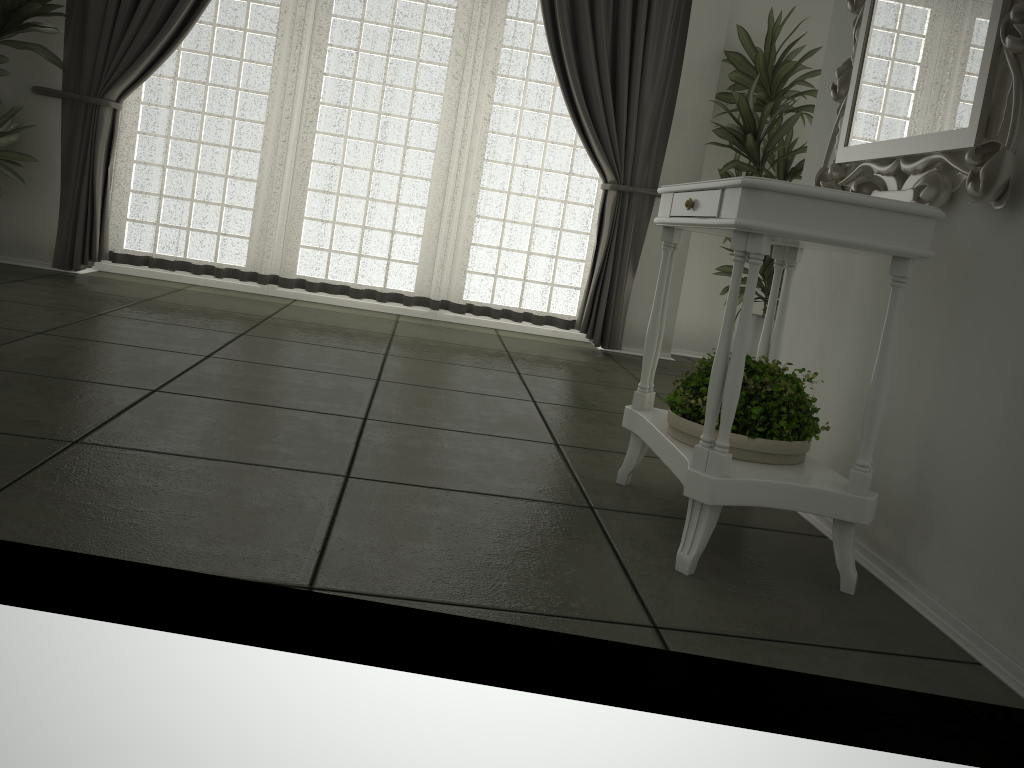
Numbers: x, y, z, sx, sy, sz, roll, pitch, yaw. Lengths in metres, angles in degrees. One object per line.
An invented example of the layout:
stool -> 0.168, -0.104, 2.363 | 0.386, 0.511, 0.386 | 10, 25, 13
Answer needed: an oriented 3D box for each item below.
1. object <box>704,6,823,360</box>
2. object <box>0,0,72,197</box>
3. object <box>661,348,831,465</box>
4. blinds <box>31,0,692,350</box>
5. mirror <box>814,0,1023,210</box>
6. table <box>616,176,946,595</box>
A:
object -> 1.603, -1.047, 4.916 | 1.165, 2.079, 1.045 | 10, 6, 12
object -> -2.853, -1.639, 4.274 | 1.165, 2.079, 1.045 | 10, 6, 12
object -> 0.551, 0.030, 2.083 | 0.373, 0.230, 0.351 | 7, 9, -11
blinds -> -0.732, -1.672, 4.898 | 3.654, 2.582, 0.667 | 8, 5, -6
mirror -> 0.992, -1.000, 2.026 | 0.082, 1.198, 0.847 | 9, 7, -7
table -> 0.554, -0.044, 2.076 | 0.432, 0.798, 0.706 | 8, 7, -7
